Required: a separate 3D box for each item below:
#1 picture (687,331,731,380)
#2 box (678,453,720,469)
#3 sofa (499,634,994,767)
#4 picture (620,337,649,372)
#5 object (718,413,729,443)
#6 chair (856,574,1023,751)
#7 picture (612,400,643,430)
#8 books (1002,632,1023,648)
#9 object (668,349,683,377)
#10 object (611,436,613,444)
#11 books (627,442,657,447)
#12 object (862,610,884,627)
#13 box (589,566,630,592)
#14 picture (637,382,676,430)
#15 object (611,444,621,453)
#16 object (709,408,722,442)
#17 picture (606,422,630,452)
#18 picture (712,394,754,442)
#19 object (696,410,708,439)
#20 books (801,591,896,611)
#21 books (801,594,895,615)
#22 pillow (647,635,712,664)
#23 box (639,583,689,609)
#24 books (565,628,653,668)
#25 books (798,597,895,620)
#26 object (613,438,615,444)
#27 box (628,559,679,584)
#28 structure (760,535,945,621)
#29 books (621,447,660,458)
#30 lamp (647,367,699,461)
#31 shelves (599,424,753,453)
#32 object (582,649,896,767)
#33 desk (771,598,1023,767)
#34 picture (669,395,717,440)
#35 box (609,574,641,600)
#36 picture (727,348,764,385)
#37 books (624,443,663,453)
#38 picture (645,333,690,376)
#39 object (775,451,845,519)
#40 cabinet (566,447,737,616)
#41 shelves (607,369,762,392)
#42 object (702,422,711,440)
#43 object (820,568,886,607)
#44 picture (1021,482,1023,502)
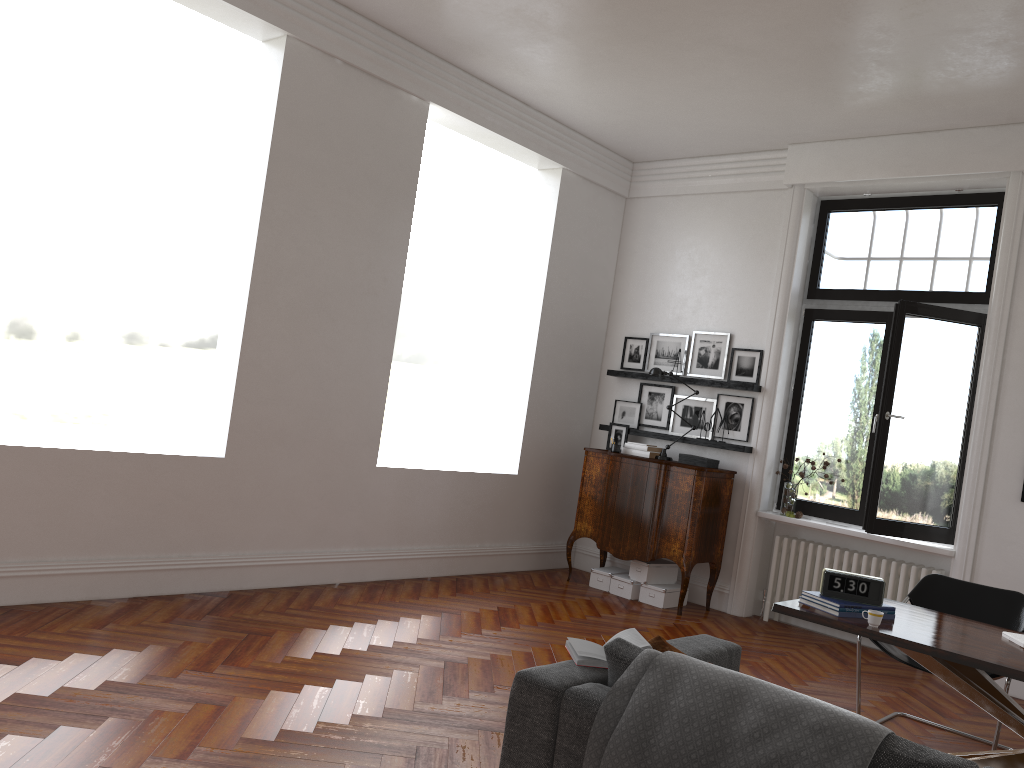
[{"bbox_3d":[1.751,-0.259,7.893,0.369,0.409,0.020,8,0,42],"label":"picture"},{"bbox_3d":[1.600,0.662,7.593,0.281,0.086,0.209,7,-2,42],"label":"box"},{"bbox_3d":[1.349,1.387,2.463,2.641,0.829,1.264,7,-1,42],"label":"sofa"},{"bbox_3d":[1.164,-0.285,8.414,0.266,0.315,0.020,8,0,42],"label":"picture"},{"bbox_3d":[1.842,0.382,7.698,0.110,0.262,0.040,8,0,42],"label":"object"},{"bbox_3d":[2.358,1.524,4.794,0.751,0.872,0.747,8,-1,42],"label":"chair"},{"bbox_3d":[1.085,0.288,8.375,0.299,0.253,0.020,8,-1,42],"label":"picture"},{"bbox_3d":[2.440,1.188,4.022,0.325,0.026,0.231,8,-1,7],"label":"books"},{"bbox_3d":[1.486,-0.193,8.039,0.174,0.260,0.040,8,0,42],"label":"object"},{"bbox_3d":[0.889,0.526,7.839,0.050,0.119,0.010,8,0,44],"label":"object"},{"bbox_3d":[1.158,0.537,7.868,0.200,0.014,0.179,7,-2,42],"label":"books"},{"bbox_3d":[1.602,1.039,3.930,0.064,0.065,0.082,9,-1,-28],"label":"object"},{"bbox_3d":[0.885,1.748,7.929,0.209,0.177,0.395,8,-1,37],"label":"box"},{"bbox_3d":[1.320,0.204,8.212,0.373,0.406,0.020,8,0,42],"label":"picture"},{"bbox_3d":[0.915,0.570,7.821,0.091,0.077,0.091,8,-1,15],"label":"object"},{"bbox_3d":[1.775,0.354,7.724,0.118,0.299,0.040,8,0,42],"label":"object"},{"bbox_3d":[0.985,0.498,8.258,0.213,0.257,0.020,8,0,42],"label":"picture"},{"bbox_3d":[1.911,0.291,7.682,0.342,0.384,0.020,8,0,42],"label":"picture"},{"bbox_3d":[1.672,0.360,7.803,0.124,0.260,0.040,8,0,42],"label":"object"},{"bbox_3d":[1.589,1.025,4.192,0.345,0.017,0.250,9,-1,-23],"label":"books"},{"bbox_3d":[1.587,1.041,4.192,0.345,0.017,0.250,9,-1,-23],"label":"books"},{"bbox_3d":[0.639,1.098,3.036,0.330,0.396,0.469,8,-1,-11],"label":"pillow"},{"bbox_3d":[1.296,1.800,7.561,0.244,0.177,0.395,8,-1,42],"label":"box"},{"bbox_3d":[0.348,0.921,3.112,0.279,0.096,0.225,8,-1,-6],"label":"books"},{"bbox_3d":[1.586,1.064,4.207,0.348,0.027,0.264,9,-1,-23],"label":"books"},{"bbox_3d":[0.908,0.535,7.852,0.045,0.139,0.010,8,0,39],"label":"object"},{"bbox_3d":[1.224,1.614,7.648,0.395,0.177,0.209,9,-1,-38],"label":"box"},{"bbox_3d":[2.709,1.730,7.123,1.451,0.778,0.226,7,-1,42],"label":"structure"},{"bbox_3d":[1.158,0.617,7.878,0.294,0.057,0.230,7,-2,42],"label":"books"},{"bbox_3d":[1.390,0.275,7.812,0.491,0.802,0.174,8,0,6],"label":"lamp"},{"bbox_3d":[1.438,0.485,7.980,1.512,0.055,0.156,7,-2,42],"label":"shelves"},{"bbox_3d":[0.621,1.040,2.499,0.751,0.387,0.401,7,-1,42],"label":"object"},{"bbox_3d":[2.313,1.551,3.762,2.223,0.751,1.031,7,-1,42],"label":"desk"},{"bbox_3d":[1.618,0.299,7.937,0.433,0.365,0.020,8,-1,42],"label":"picture"},{"bbox_3d":[1.071,1.771,7.722,0.395,0.177,0.244,9,-1,-43],"label":"box"},{"bbox_3d":[2.011,-0.152,7.650,0.289,0.303,0.020,8,0,42],"label":"picture"},{"bbox_3d":[1.170,0.568,7.881,0.239,0.044,0.255,7,-2,42],"label":"books"},{"bbox_3d":[1.430,-0.278,8.178,0.415,0.367,0.020,8,-1,42],"label":"picture"},{"bbox_3d":[2.467,0.825,7.358,0.541,0.599,0.317,8,0,12],"label":"object"},{"bbox_3d":[1.162,1.254,7.726,1.264,1.218,0.641,8,-1,42],"label":"cabinet"},{"bbox_3d":[1.513,-0.033,7.980,1.512,0.055,0.158,7,-2,42],"label":"shelves"},{"bbox_3d":[1.698,0.413,7.737,0.066,0.161,0.040,8,0,42],"label":"object"},{"bbox_3d":[1.597,0.954,4.160,0.275,0.125,0.082,8,-1,15],"label":"object"},{"bbox_3d":[3.972,0.207,5.891,0.881,1.323,0.035,8,0,42],"label":"picture"}]
